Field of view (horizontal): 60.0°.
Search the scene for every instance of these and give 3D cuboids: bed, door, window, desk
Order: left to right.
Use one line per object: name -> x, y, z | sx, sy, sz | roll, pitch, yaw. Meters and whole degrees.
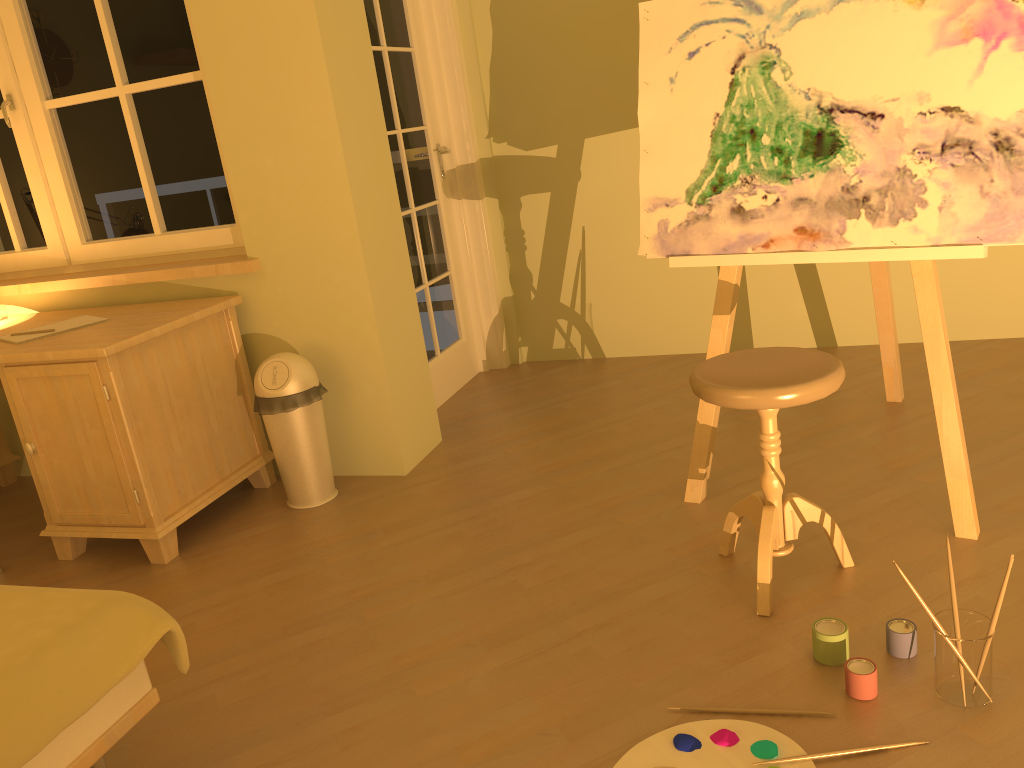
bed -> -1.568, 0.745, 0.911 | 1.286, 0.894, 2.378 | -2, 18, 20
desk -> -1.679, 0.156, 3.216 | 1.396, 0.720, 0.684 | -2, 18, 20
window -> -1.679, -1.058, 3.361 | 1.486, 1.263, 0.142 | -2, 18, 20
door -> -0.432, -0.873, 3.754 | 0.098, 2.033, 0.884 | -2, 18, 20

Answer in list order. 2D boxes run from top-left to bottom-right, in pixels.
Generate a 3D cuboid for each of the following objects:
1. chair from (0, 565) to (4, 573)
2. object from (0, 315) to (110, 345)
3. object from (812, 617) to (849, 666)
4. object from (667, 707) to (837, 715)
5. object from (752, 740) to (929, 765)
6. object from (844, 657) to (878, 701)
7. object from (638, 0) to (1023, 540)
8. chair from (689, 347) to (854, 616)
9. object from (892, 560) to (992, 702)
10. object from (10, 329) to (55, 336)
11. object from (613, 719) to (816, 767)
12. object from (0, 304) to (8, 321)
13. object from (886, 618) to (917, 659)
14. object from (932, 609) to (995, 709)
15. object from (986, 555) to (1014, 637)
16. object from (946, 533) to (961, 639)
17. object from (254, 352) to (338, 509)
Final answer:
chair -> -2.103, 0.315, 2.788 | 0.531, 0.785, 0.546 | 5, 22, 39
object -> -1.560, -0.187, 3.017 | 0.210, 0.010, 0.300 | 8, 23, 44
object -> 0.673, 0.544, 1.875 | 0.073, 0.073, 0.073 | -1, 18, 24
object -> 0.470, 0.646, 1.754 | 0.325, 0.010, 0.010 | -4, 17, 16
object -> 0.596, 0.669, 1.608 | 0.325, 0.015, 0.010 | -9, 17, -1
object -> 0.692, 0.585, 1.758 | 0.060, 0.060, 0.060 | -8, 17, 3
object -> 0.827, -0.575, 2.528 | 0.972, 1.896, 1.132 | -8, 17, 4
chair -> 0.623, 0.222, 2.137 | 0.348, 0.551, 0.364 | 2, 20, 31
object -> 0.818, 0.469, 1.686 | 0.172, 0.278, 0.010 | 2, 20, 32
object -> -1.601, -0.172, 2.961 | 0.166, 0.009, 0.008 | -5, 17, 12
object -> 0.360, 0.705, 1.608 | 0.366, 0.014, 0.288 | -11, 17, -7
object -> -2.105, -0.289, 3.460 | 0.240, 0.105, 0.070 | -5, 17, 13
object -> 0.818, 0.534, 1.862 | 0.060, 0.060, 0.060 | -7, 17, 6
object -> 0.862, 0.527, 1.694 | 0.106, 0.157, 0.106 | -11, 17, -7
object -> 0.891, 0.451, 1.646 | 0.010, 0.319, 0.069 | -23, 22, -40
object -> 0.857, 0.452, 1.713 | 0.010, 0.286, 0.159 | -4, 17, 16
object -> -0.748, 0.151, 3.084 | 0.255, 0.535, 0.248 | -20, 20, -33
